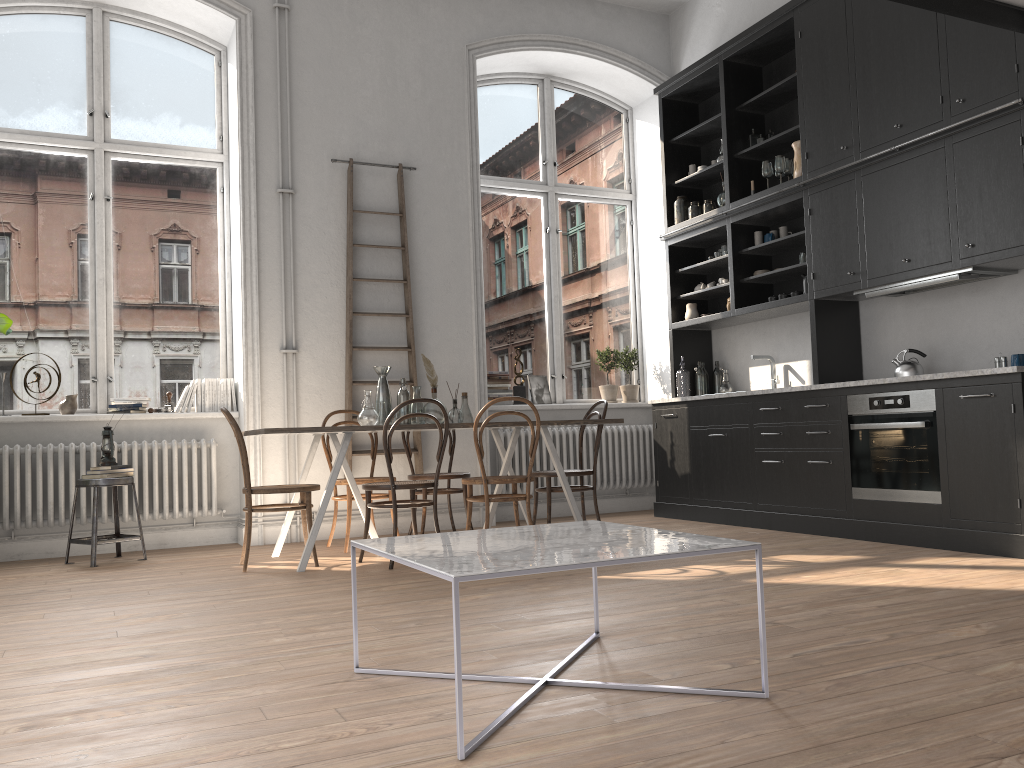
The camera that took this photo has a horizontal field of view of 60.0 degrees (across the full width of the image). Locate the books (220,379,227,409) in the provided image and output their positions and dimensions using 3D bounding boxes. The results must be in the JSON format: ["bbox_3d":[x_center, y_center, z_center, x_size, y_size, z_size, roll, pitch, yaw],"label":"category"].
[{"bbox_3d":[-2.116,0.088,6.507,0.024,0.243,0.175,-1,-3,-25],"label":"books"}]

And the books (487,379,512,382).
[{"bbox_3d":[-0.150,-0.025,7.408,0.243,0.019,0.174,0,-4,-25],"label":"books"}]

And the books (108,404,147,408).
[{"bbox_3d":[-2.681,0.155,6.194,0.221,0.023,0.147,-1,-3,-9],"label":"books"}]

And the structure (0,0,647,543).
[{"bbox_3d":[-1.160,-1.105,6.748,5.181,4.472,0.340,-1,-3,-25],"label":"structure"}]

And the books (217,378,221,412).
[{"bbox_3d":[-2.148,0.086,6.468,0.019,0.243,0.174,-1,-3,-25],"label":"books"}]

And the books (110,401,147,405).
[{"bbox_3d":[-2.675,0.134,6.185,0.205,0.020,0.155,0,-4,-35],"label":"books"}]

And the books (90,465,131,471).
[{"bbox_3d":[-2.547,0.531,5.627,0.147,0.027,0.221,-2,-3,7],"label":"books"}]

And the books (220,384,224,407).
[{"bbox_3d":[-2.127,0.105,6.478,0.020,0.205,0.155,-1,-3,-25],"label":"books"}]

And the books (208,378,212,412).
[{"bbox_3d":[-2.204,0.087,6.441,0.019,0.243,0.174,-1,-3,-25],"label":"books"}]

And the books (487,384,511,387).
[{"bbox_3d":[-0.143,0.018,7.414,0.222,0.024,0.158,0,-4,-25],"label":"books"}]

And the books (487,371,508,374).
[{"bbox_3d":[-0.157,-0.089,7.420,0.201,0.024,0.159,0,-4,-35],"label":"books"}]

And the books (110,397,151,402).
[{"bbox_3d":[-2.667,0.110,6.213,0.243,0.019,0.174,-1,-4,-15],"label":"books"}]

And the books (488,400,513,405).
[{"bbox_3d":[-0.148,0.160,7.384,0.248,0.043,0.192,0,-4,-25],"label":"books"}]

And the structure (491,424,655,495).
[{"bbox_3d":[0.538,0.638,7.514,1.577,0.552,0.194,0,-3,-25],"label":"structure"}]

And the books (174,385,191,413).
[{"bbox_3d":[-2.370,0.111,6.366,0.105,0.194,0.155,-1,-3,-26],"label":"books"}]

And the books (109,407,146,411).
[{"bbox_3d":[-2.683,0.177,6.193,0.205,0.022,0.155,-2,-3,-5],"label":"books"}]

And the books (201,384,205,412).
[{"bbox_3d":[-2.244,0.106,6.423,0.020,0.205,0.155,-1,-3,-25],"label":"books"}]

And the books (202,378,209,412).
[{"bbox_3d":[-2.220,0.087,6.424,0.024,0.243,0.175,-1,-3,-25],"label":"books"}]

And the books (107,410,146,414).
[{"bbox_3d":[-2.689,0.200,6.193,0.221,0.023,0.147,-4,-4,23],"label":"books"}]

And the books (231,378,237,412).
[{"bbox_3d":[-2.056,0.086,6.511,0.040,0.244,0.174,-1,-3,-25],"label":"books"}]

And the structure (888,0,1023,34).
[{"bbox_3d":[1.315,-2.337,1.319,5.927,1.212,4.160,0,-4,-25],"label":"structure"}]

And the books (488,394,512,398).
[{"bbox_3d":[-0.148,0.104,7.387,0.249,0.023,0.175,0,-4,-25],"label":"books"}]

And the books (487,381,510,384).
[{"bbox_3d":[-0.145,-0.005,7.409,0.205,0.022,0.155,0,-4,-30],"label":"books"}]

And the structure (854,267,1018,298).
[{"bbox_3d":[2.510,-0.619,5.317,0.379,0.123,0.844,0,-4,-25],"label":"structure"}]

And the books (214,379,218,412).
[{"bbox_3d":[-2.176,0.088,6.479,0.024,0.243,0.175,-1,-3,-25],"label":"books"}]

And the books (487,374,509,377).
[{"bbox_3d":[-0.147,-0.068,7.413,0.205,0.020,0.155,0,-4,-25],"label":"books"}]

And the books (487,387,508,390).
[{"bbox_3d":[-0.143,0.040,7.407,0.205,0.022,0.155,-1,-3,-11],"label":"books"}]

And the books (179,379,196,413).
[{"bbox_3d":[-2.333,0.091,6.380,0.100,0.235,0.174,-1,-3,-25],"label":"books"}]

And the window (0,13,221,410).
[{"bbox_3d":[-2.954,-1.240,6.359,1.622,2.842,0.013,-1,-3,-25],"label":"window"}]

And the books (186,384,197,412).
[{"bbox_3d":[-2.311,0.107,6.391,0.072,0.203,0.155,-1,-3,-25],"label":"books"}]

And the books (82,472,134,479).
[{"bbox_3d":[-2.556,0.579,5.616,0.194,0.034,0.246,-3,-4,15],"label":"books"}]

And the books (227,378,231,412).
[{"bbox_3d":[-2.085,0.086,6.500,0.024,0.243,0.175,-1,-3,-25],"label":"books"}]

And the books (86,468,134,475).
[{"bbox_3d":[-2.548,0.553,5.625,0.163,0.029,0.232,-4,-4,35],"label":"books"}]

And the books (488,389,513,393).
[{"bbox_3d":[-0.149,0.066,7.407,0.245,0.028,0.193,0,-4,-30],"label":"books"}]

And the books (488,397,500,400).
[{"bbox_3d":[-0.147,0.128,7.385,0.249,0.023,0.175,0,-4,-30],"label":"books"}]

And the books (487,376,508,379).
[{"bbox_3d":[-0.159,-0.046,7.406,0.231,0.023,0.162,-1,-3,-10],"label":"books"}]

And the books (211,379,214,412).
[{"bbox_3d":[-2.194,0.088,6.465,0.019,0.243,0.174,-1,-3,-25],"label":"books"}]

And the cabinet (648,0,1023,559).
[{"bbox_3d":[2.051,-0.819,5.981,0.635,3.581,3.252,-1,-3,-25],"label":"cabinet"}]

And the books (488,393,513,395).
[{"bbox_3d":[-0.146,0.087,7.406,0.255,0.014,0.193,-1,-4,-22],"label":"books"}]

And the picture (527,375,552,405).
[{"bbox_3d":[0.214,0.058,7.626,0.221,0.264,0.149,1,-4,-42],"label":"picture"}]

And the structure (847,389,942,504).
[{"bbox_3d":[2.424,0.357,5.202,0.618,0.623,0.622,-1,-4,-25],"label":"structure"}]

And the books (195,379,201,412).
[{"bbox_3d":[-2.277,0.089,6.431,0.024,0.243,0.175,-1,-3,-25],"label":"books"}]
